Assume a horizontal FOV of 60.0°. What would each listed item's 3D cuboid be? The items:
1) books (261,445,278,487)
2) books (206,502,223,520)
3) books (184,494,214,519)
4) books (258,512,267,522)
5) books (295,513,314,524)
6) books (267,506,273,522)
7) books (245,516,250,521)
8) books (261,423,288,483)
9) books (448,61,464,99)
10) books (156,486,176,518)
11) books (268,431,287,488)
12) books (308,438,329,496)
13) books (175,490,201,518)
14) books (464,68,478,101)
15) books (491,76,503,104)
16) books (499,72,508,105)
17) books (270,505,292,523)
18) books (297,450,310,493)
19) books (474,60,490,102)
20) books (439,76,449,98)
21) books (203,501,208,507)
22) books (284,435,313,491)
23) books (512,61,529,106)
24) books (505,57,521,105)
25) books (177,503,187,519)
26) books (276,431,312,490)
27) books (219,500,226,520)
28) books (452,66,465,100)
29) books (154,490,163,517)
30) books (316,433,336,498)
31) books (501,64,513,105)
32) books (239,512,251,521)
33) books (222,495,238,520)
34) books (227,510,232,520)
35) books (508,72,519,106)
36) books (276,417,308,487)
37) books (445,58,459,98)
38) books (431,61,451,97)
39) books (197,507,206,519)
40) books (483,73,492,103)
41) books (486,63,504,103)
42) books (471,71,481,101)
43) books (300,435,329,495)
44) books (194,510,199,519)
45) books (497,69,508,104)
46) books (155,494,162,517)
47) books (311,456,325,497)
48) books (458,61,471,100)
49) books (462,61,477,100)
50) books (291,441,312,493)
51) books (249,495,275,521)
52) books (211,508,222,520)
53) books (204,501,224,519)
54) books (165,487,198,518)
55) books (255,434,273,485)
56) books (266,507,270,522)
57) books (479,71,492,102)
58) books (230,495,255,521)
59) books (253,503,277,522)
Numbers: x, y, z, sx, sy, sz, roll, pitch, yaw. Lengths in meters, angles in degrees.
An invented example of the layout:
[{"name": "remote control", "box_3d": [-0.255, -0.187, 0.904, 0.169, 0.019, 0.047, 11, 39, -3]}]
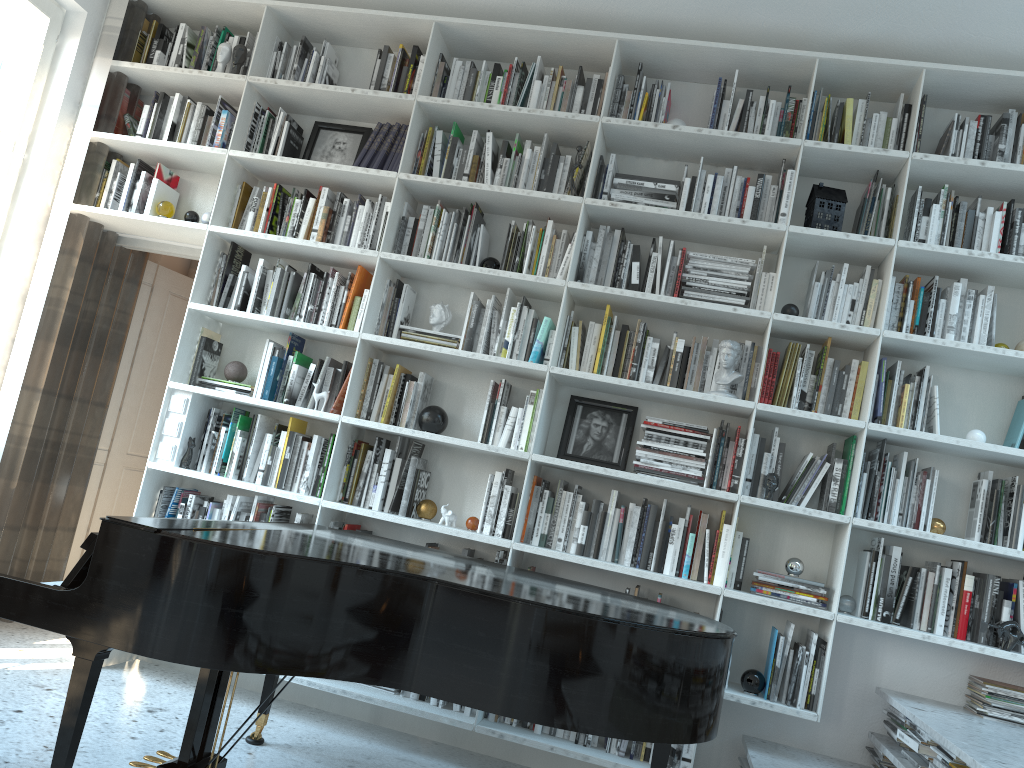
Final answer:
[{"name": "books", "box_3d": [-1.060, 0.377, 4.014, 0.029, 0.181, 0.190, 11, -7, 12]}, {"name": "books", "box_3d": [-1.349, 0.664, 4.017, 0.010, 0.252, 0.178, 11, -7, 12]}, {"name": "books", "box_3d": [-1.448, 0.640, 4.051, 0.029, 0.266, 0.172, 11, -7, 12]}, {"name": "books", "box_3d": [-1.117, 0.709, 3.997, 0.029, 0.254, 0.153, 11, -7, 12]}, {"name": "books", "box_3d": [-0.957, 0.722, 3.963, 0.025, 0.287, 0.131, 11, -7, 12]}, {"name": "books", "box_3d": [-1.078, 0.697, 3.982, 0.022, 0.290, 0.138, 11, -7, 12]}, {"name": "books", "box_3d": [-1.186, 0.711, 4.005, 0.028, 0.224, 0.134, 11, -7, 12]}, {"name": "books", "box_3d": [-1.068, 0.326, 4.033, 0.014, 0.281, 0.150, 11, -7, 12]}, {"name": "books", "box_3d": [-0.257, -1.361, 4.159, 0.031, 0.254, 0.145, 11, -7, 12]}, {"name": "books", "box_3d": [-1.573, 0.610, 4.066, 0.011, 0.276, 0.189, 11, -7, 12]}, {"name": "books", "box_3d": [-1.024, 0.349, 4.022, 0.026, 0.254, 0.177, 11, -7, 12]}, {"name": "books", "box_3d": [-0.854, 0.378, 3.995, 0.013, 0.259, 0.143, 11, -7, 12]}, {"name": "books", "box_3d": [-1.508, 0.628, 4.080, 0.010, 0.273, 0.150, 11, -7, 12]}, {"name": "books", "box_3d": [-0.179, -1.325, 4.120, 0.029, 0.207, 0.179, 11, -7, 12]}, {"name": "books", "box_3d": [-0.061, -1.297, 4.117, 0.030, 0.201, 0.152, 11, -7, 12]}, {"name": "books", "box_3d": [-0.029, -1.300, 4.100, 0.011, 0.215, 0.160, 11, -7, 12]}, {"name": "books", "box_3d": [-1.061, 0.694, 3.974, 0.013, 0.300, 0.173, 11, -7, 12]}, {"name": "books", "box_3d": [-0.908, 0.402, 4.004, 0.023, 0.194, 0.140, 11, -7, 12]}, {"name": "books", "box_3d": [-0.138, -1.344, 4.131, 0.010, 0.264, 0.160, 11, -7, 12]}, {"name": "books", "box_3d": [-0.309, -1.333, 4.174, 0.024, 0.182, 0.133, 11, -7, 12]}, {"name": "books", "box_3d": [-1.397, 0.662, 4.064, 0.022, 0.247, 0.134, 11, -7, 12]}, {"name": "books", "box_3d": [-0.955, 0.363, 4.001, 0.028, 0.248, 0.159, 11, -7, 12]}, {"name": "books", "box_3d": [0.039, -1.318, 4.090, 0.013, 0.276, 0.164, 11, -7, 12]}, {"name": "books", "box_3d": [0.003, -1.336, 4.103, 0.010, 0.298, 0.151, 11, -7, 12]}, {"name": "books", "box_3d": [-1.479, 0.657, 4.048, 0.022, 0.220, 0.188, 11, -7, 12]}, {"name": "books", "box_3d": [-0.981, 0.352, 4.003, 0.028, 0.260, 0.181, 11, -7, 12]}, {"name": "books", "box_3d": [-1.303, 0.666, 4.042, 0.013, 0.273, 0.146, 11, -7, 12]}, {"name": "books", "box_3d": [-0.235, -1.340, 4.147, 0.023, 0.220, 0.181, 11, -7, 12]}, {"name": "books", "box_3d": [-1.609, 0.619, 4.101, 0.012, 0.253, 0.161, 11, -7, 12]}, {"name": "books", "box_3d": [-0.803, 0.371, 3.966, 0.014, 0.286, 0.179, 11, -7, 12]}, {"name": "books", "box_3d": [-0.013, -1.315, 4.100, 0.013, 0.251, 0.183, 11, -7, 12]}, {"name": "books", "box_3d": [-1.212, 0.700, 4.015, 0.031, 0.238, 0.132, 11, -7, 12]}, {"name": "books", "box_3d": [-1.282, 0.656, 4.032, 0.027, 0.299, 0.142, 11, -7, 12]}, {"name": "books", "box_3d": [-1.270, 0.692, 4.027, 0.012, 0.232, 0.148, 11, -7, 12]}, {"name": "books", "box_3d": [0.018, -1.300, 4.106, 0.029, 0.235, 0.130, 11, -7, 12]}, {"name": "books", "box_3d": [-0.997, 0.319, 4.020, 0.021, 0.322, 0.172, 11, -7, 12]}, {"name": "books", "box_3d": [-0.276, -1.374, 4.184, 0.021, 0.278, 0.141, 11, -7, 12]}, {"name": "books", "box_3d": [-0.332, -1.366, 4.168, 0.029, 0.237, 0.156, 11, -7, 12]}, {"name": "books", "box_3d": [-1.382, 0.673, 4.025, 0.028, 0.223, 0.189, 11, -7, 12]}, {"name": "books", "box_3d": [-0.105, -1.311, 4.138, 0.012, 0.215, 0.150, 11, -7, 12]}, {"name": "books", "box_3d": [-0.081, -1.333, 4.136, 0.028, 0.267, 0.151, 11, -7, 12]}, {"name": "books", "box_3d": [-0.156, -1.319, 4.128, 0.014, 0.207, 0.167, 11, -7, 12]}, {"name": "books", "box_3d": [-0.874, 0.369, 3.980, 0.021, 0.265, 0.186, 11, -7, 12]}, {"name": "books", "box_3d": [-1.425, 0.681, 4.062, 0.025, 0.199, 0.137, 11, -7, 12]}, {"name": "books", "box_3d": [-0.038, -1.310, 4.111, 0.013, 0.234, 0.155, 11, -7, 12]}, {"name": "books", "box_3d": [-1.593, 0.628, 4.083, 0.029, 0.238, 0.154, 11, -7, 12]}, {"name": "books", "box_3d": [-0.837, 0.421, 3.984, 0.041, 0.181, 0.142, 11, -7, 12]}, {"name": "books", "box_3d": [-0.209, -1.350, 4.147, 0.023, 0.251, 0.171, 11, -7, 12]}, {"name": "books", "box_3d": [-0.192, -1.347, 4.139, 0.012, 0.249, 0.174, 11, -7, 12]}, {"name": "books", "box_3d": [-0.929, 0.380, 4.008, 0.025, 0.229, 0.153, 11, -7, 12]}, {"name": "books", "box_3d": [-1.146, 0.665, 3.983, 0.014, 0.325, 0.171, 11, -7, 12]}, {"name": "books", "box_3d": [-1.330, 0.681, 4.025, 0.028, 0.229, 0.158, 11, -7, 12]}, {"name": "books", "box_3d": [-1.358, 0.661, 4.025, 0.013, 0.256, 0.189, 11, -7, 12]}, {"name": "books", "box_3d": [-1.541, 0.614, 4.068, 0.052, 0.283, 0.172, 11, -7, 12]}, {"name": "books", "box_3d": [-1.093, 0.348, 4.035, 0.027, 0.229, 0.159, 11, -7, 12]}, {"name": "books", "box_3d": [-1.093, 0.699, 3.997, 0.013, 0.283, 0.139, 11, -7, 12]}, {"name": "books", "box_3d": [-0.120, -1.322, 4.151, 0.025, 0.234, 0.130, 11, -7, 12]}, {"name": "books", "box_3d": [-1.242, 0.657, 4.006, 0.039, 0.307, 0.172, 11, -7, 12]}, {"name": "books", "box_3d": [-1.136, 0.683, 3.986, 0.012, 0.295, 0.176, 11, -7, 12]}]
